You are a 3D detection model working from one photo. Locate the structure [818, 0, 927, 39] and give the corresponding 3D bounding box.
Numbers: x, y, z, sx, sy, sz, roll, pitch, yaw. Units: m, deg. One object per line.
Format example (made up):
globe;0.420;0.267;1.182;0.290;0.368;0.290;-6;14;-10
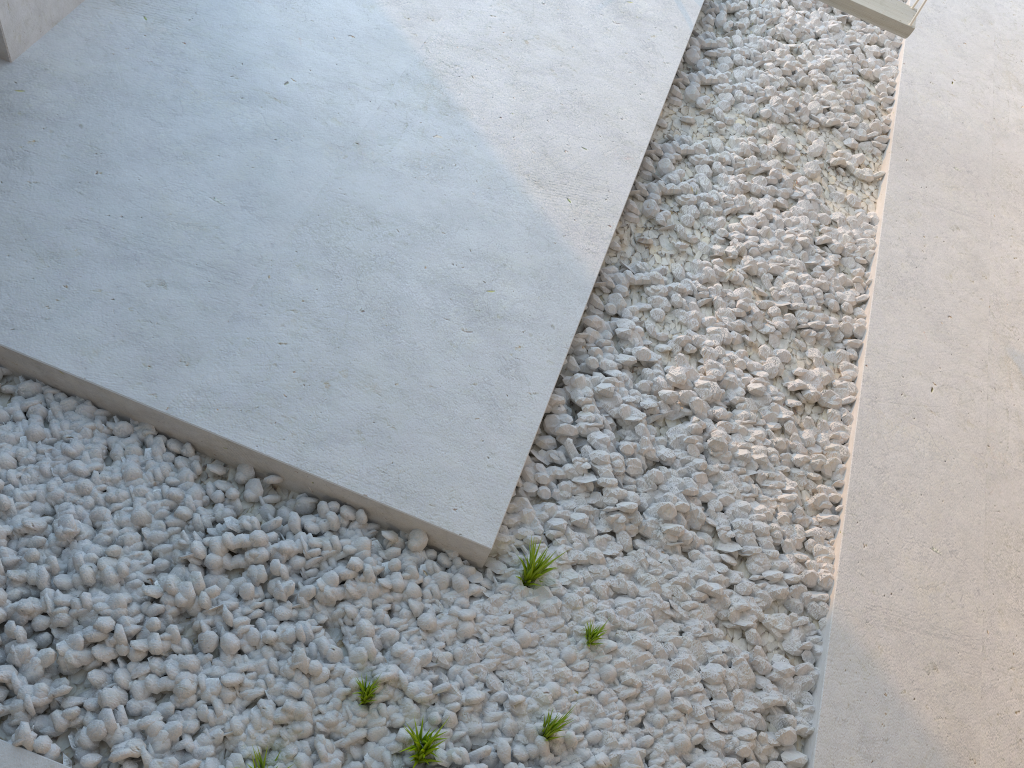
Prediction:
structure;1.328;-1.797;2.187;0.462;1.944;0.124;22;53;0
